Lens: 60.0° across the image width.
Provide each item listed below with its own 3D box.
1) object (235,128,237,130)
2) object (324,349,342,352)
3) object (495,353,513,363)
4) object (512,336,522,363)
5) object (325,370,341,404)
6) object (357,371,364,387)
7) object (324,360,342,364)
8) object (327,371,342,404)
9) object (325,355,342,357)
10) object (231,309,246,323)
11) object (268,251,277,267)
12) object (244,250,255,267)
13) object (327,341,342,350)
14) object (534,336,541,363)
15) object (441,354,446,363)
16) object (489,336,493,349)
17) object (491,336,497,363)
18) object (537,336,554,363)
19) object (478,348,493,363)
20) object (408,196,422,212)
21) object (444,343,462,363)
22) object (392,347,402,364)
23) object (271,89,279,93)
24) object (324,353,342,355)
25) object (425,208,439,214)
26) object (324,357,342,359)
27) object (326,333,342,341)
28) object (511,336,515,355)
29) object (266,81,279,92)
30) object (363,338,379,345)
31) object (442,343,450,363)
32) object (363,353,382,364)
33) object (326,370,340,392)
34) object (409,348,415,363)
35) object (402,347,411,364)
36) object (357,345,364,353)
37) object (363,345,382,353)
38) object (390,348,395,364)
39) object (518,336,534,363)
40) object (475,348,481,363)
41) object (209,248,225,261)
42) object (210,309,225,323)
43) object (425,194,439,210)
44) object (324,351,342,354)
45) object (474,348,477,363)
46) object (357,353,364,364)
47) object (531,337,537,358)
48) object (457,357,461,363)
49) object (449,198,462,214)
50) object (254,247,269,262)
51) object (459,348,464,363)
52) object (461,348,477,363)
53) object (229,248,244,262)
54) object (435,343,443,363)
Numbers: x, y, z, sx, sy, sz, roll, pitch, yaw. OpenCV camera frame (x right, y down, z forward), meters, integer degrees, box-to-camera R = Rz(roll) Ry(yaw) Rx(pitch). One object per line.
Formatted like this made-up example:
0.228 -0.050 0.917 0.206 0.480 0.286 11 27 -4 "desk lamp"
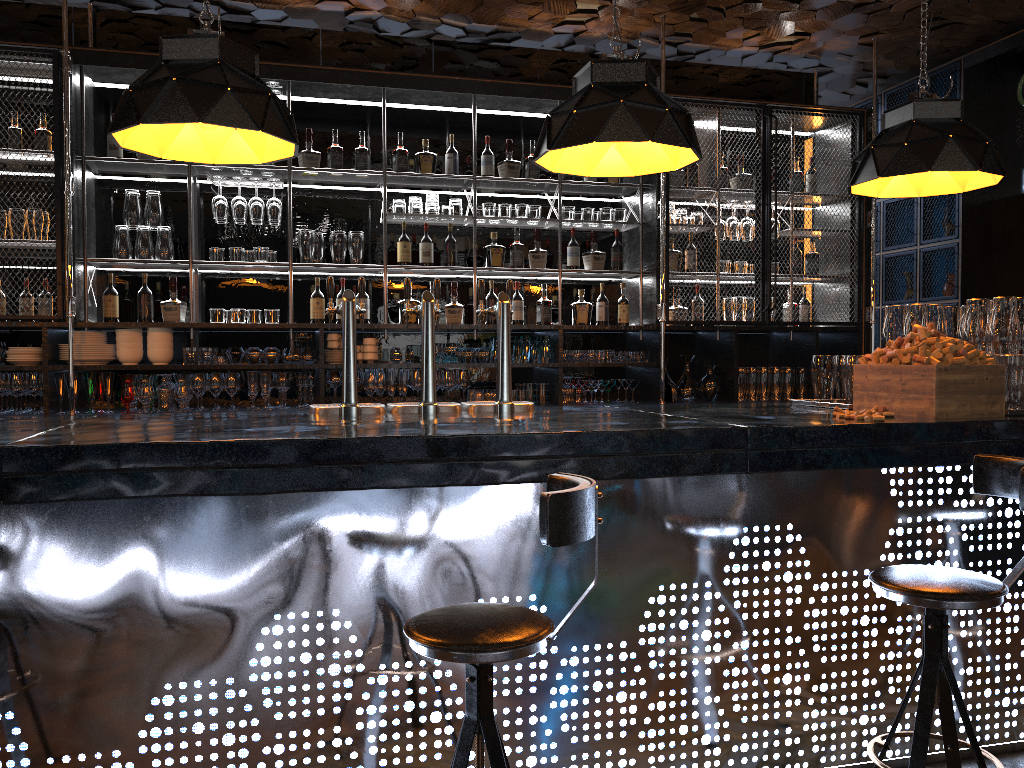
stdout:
-1.669 -1.680 5.419 0.092 0.244 0.092 1 2 36 "object"
-1.079 -0.199 5.413 0.149 0.026 0.148 0 2 -8 "object"
-0.052 -0.218 5.572 0.115 0.172 0.101 0 2 15 "object"
0.052 -0.222 5.722 0.101 0.172 0.115 0 2 15 "object"
-1.124 0.027 5.607 0.108 0.227 0.108 0 2 16 "object"
-0.956 0.033 5.402 0.108 0.227 0.108 -2 2 -45 "object"
-1.077 -0.134 5.416 0.149 0.022 0.149 2 2 44 "object"
-1.068 0.034 5.372 0.108 0.227 0.108 -1 2 -23 "object"
-1.077 -0.168 5.414 0.149 0.024 0.149 -1 2 -16 "object"
-1.639 -0.402 5.311 0.089 0.092 0.089 1 2 38 "object"
-1.503 -0.775 5.496 0.089 0.092 0.089 -1 2 -31 "object"
-1.616 -0.773 5.458 0.089 0.092 0.089 0 2 17 "object"
-1.075 -0.231 5.411 0.107 0.070 0.094 0 2 16 "object"
0.191 -0.224 5.756 0.115 0.172 0.101 -1 2 -30 "object"
-0.429 -0.200 5.775 0.108 0.126 0.108 -2 2 -43 "object"
-0.112 -0.225 5.807 0.115 0.172 0.101 -1 2 -30 "object"
-0.087 -0.221 5.687 0.115 0.172 0.101 0 2 -5 "object"
0.215 -0.221 5.641 0.101 0.172 0.115 0 2 15 "object"
-0.166 -0.180 5.566 0.098 0.097 0.098 0 2 19 "object"
-0.608 -1.125 5.569 0.089 0.092 0.089 1 2 27 "object"
-0.368 -0.193 5.544 0.108 0.126 0.108 0 2 19 "object"
-0.703 -0.174 5.417 0.058 0.099 0.067 1 2 31 "object"
-1.473 -1.683 5.471 0.092 0.244 0.092 1 2 36 "object"
-1.076 -0.177 5.414 0.149 0.026 0.148 0 2 -8 "object"
-0.507 -1.129 5.635 0.089 0.092 0.089 -1 2 -26 "object"
-1.077 -0.155 5.415 0.149 0.023 0.149 -1 2 -31 "object"
-1.085 -0.275 5.407 0.094 0.069 0.106 0 2 -9 "object"
0.018 -0.226 5.837 0.101 0.172 0.115 -1 2 -10 "object"
-1.430 -1.678 5.312 0.092 0.244 0.092 1 2 36 "object"
-0.868 -0.249 5.444 0.094 0.068 0.106 -1 2 -15 "object"
-0.396 -0.196 5.656 0.108 0.126 0.108 -1 2 -20 "object"
-0.864 -0.160 5.455 0.106 0.067 0.094 -1 2 -27 "object"
-1.094 0.031 5.488 0.108 0.227 0.108 -1 2 -35 "object"
-0.643 -0.179 5.581 0.058 0.099 0.067 0 2 -3 "object"
-0.654 -0.176 5.470 0.067 0.099 0.058 0 2 21 "object"
-0.935 -0.207 5.529 0.094 0.069 0.105 -2 2 -38 "object"
-0.868 -0.205 5.457 0.094 0.069 0.106 1 2 27 "object"
-0.722 -0.176 5.482 0.058 0.099 0.067 2 2 45 "object"
0.089 -0.219 5.599 0.115 0.172 0.101 -1 2 -30 "object"
-0.197 -0.183 5.669 0.098 0.097 0.098 0 2 10 "object"
-1.778 -0.769 5.345 0.089 0.092 0.089 -2 2 -37 "object"
-1.758 -0.401 5.293 0.089 0.092 0.089 -2 2 -43 "object"
-0.507 -1.155 5.634 0.089 0.092 0.089 -1 2 -19 "object"
-1.077 -0.187 5.413 0.149 0.025 0.149 1 2 37 "object"
-0.218 -0.186 5.770 0.098 0.097 0.098 -1 2 -28 "object"
-0.942 -0.162 5.531 0.094 0.067 0.106 1 2 37 "object"
0.151 -0.228 5.877 0.115 0.172 0.101 0 2 -5 "object"
-0.343 -0.187 5.817 0.098 0.097 0.098 -1 2 -23 "object"
-0.359 -1.128 5.644 0.089 0.092 0.089 -1 2 -24 "object"
-1.501 -0.769 5.310 0.089 0.092 0.089 -1 2 -31 "object"
-0.292 -0.181 5.644 0.098 0.097 0.098 1 2 23 "object"
-0.268 -0.179 5.545 0.098 0.097 0.098 -1 2 -35 "object"
-1.655 -0.769 5.332 0.089 0.092 0.089 -2 2 -37 "object"
-0.475 -0.191 5.513 0.100 0.125 0.100 1 2 24 "object"
